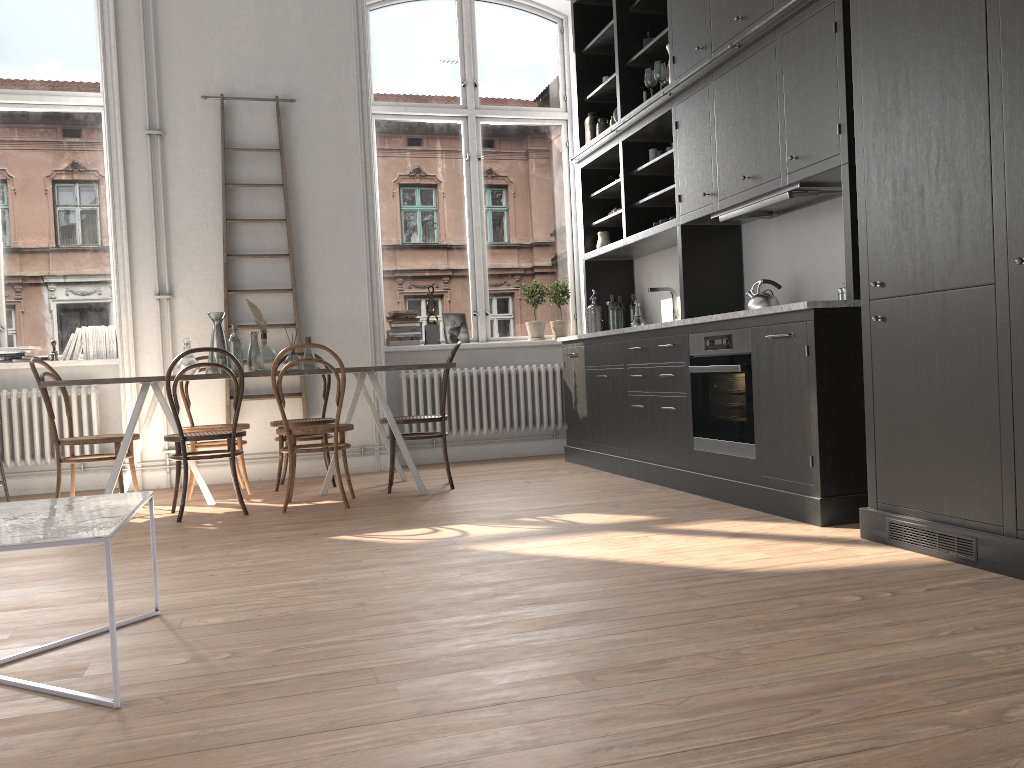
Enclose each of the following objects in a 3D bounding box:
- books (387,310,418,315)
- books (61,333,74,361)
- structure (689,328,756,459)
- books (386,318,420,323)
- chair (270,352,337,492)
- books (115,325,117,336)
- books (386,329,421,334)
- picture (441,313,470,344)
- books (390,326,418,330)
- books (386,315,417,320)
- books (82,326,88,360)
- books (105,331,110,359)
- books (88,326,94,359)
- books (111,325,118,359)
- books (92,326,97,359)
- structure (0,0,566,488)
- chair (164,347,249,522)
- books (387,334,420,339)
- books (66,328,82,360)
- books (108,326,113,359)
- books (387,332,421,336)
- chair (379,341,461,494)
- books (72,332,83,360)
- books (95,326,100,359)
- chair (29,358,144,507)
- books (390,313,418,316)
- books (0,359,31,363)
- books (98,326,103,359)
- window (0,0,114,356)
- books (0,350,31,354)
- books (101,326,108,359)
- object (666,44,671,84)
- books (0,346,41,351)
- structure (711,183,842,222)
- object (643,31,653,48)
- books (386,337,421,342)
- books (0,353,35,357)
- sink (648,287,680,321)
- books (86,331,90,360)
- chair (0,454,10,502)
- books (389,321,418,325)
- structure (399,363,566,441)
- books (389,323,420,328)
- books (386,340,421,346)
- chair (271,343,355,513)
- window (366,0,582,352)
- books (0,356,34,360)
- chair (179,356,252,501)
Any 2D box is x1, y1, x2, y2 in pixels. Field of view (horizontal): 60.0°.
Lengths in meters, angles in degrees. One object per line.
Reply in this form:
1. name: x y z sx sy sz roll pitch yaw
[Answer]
1. books: -0.882 -0.576 7.138 0.201 0.024 0.159 -3 1 -26
2. books: -3.230 -0.268 6.474 0.105 0.194 0.155 -3 1 -17
3. structure: 1.320 0.029 4.578 0.618 0.623 0.622 -3 1 -16
4. books: -0.876 -0.512 7.130 0.243 0.019 0.174 -3 1 -16
5. chair: -1.424 0.235 6.060 0.438 0.921 0.549 -3 1 -9
6. books: -2.898 -0.309 6.565 0.040 0.244 0.174 -3 1 -16
7. books: -0.873 -0.421 7.137 0.245 0.028 0.193 -3 1 -21
8. picture: -0.480 -0.450 7.293 0.221 0.264 0.149 -4 2 -32
9. books: -0.868 -0.446 7.133 0.205 0.022 0.155 -3 1 -2
10. books: -0.885 -0.533 7.128 0.231 0.023 0.162 -3 1 0
11. books: -3.129 -0.297 6.522 0.024 0.243 0.175 -3 1 -16
12. books: -2.973 -0.286 6.545 0.020 0.205 0.155 -3 1 -16
13. books: -3.074 -0.299 6.505 0.024 0.243 0.175 -3 1 -16
14. books: -2.928 -0.307 6.558 0.024 0.243 0.175 -3 1 -16
15. books: -3.056 -0.300 6.520 0.019 0.244 0.174 -3 1 -16
16. structure: -2.001 -1.524 6.556 5.181 4.475 0.340 -3 1 -16
17. chair: -1.700 0.267 4.921 0.438 0.921 0.549 -3 1 -20
18. books: -0.875 -0.381 7.119 0.249 0.023 0.175 -3 1 -15
19. books: -3.193 -0.290 6.481 0.100 0.235 0.174 -3 1 -16
20. books: -2.958 -0.306 6.570 0.024 0.243 0.175 -3 1 -16
21. books: -0.870 -0.400 7.136 0.255 0.014 0.192 -3 1 -13
22. chair: -0.574 0.201 5.646 0.549 0.921 0.438 -3 1 -3
23. books: -3.168 -0.275 6.489 0.072 0.203 0.155 -3 1 -16
24. books: -3.041 -0.301 6.542 0.019 0.244 0.174 -3 1 -16
25. chair: -2.450 0.300 5.132 0.549 0.921 0.438 -3 1 -8
26. books: -0.873 -0.555 7.131 0.205 0.020 0.155 -3 1 -16
27. books: -3.572 -0.162 6.363 0.221 0.023 0.147 -2 1 33
28. books: -3.022 -0.302 6.552 0.024 0.243 0.175 -3 1 -16
29. window: -3.837 -1.610 6.453 1.622 2.843 0.013 -3 1 -16
30. books: -3.560 -0.228 6.348 0.205 0.020 0.155 -3 1 -26
31. books: -2.996 -0.303 6.537 0.019 0.244 0.174 -3 1 -16
32. object: 0.986 -1.927 5.385 0.094 0.267 0.116 -2 1 26
33. books: -3.548 -0.254 6.372 0.243 0.019 0.174 -3 1 -6
34. structure: 1.402 -0.955 4.598 0.379 0.123 0.843 -3 1 -16
35. object: 0.925 -2.276 5.969 0.084 0.199 0.065 -3 1 6
36. books: -0.874 -0.358 7.120 0.249 0.023 0.175 -3 1 -20
37. books: -3.564 -0.207 6.359 0.221 0.023 0.147 -3 1 0
38. sink: 0.908 -0.404 6.070 0.514 0.505 0.526 -3 1 -16
39. books: -3.097 -0.279 6.509 0.020 0.205 0.155 -3 1 -16
40. chair: -3.518 0.538 5.775 0.364 0.523 0.360 -4 2 -42
41. books: -0.870 -0.492 7.132 0.205 0.022 0.155 -3 1 -21
42. structure: -0.166 0.134 7.177 1.577 0.552 0.194 -3 1 -16
43. books: -0.867 -0.470 7.139 0.222 0.024 0.158 -3 1 -16
44. books: -0.874 -0.325 7.121 0.248 0.043 0.192 -3 1 -16
45. chair: -1.128 0.237 5.047 0.438 0.921 0.549 -3 1 -5
46. window: 4.681 -6.466 11.956 14.383 15.938 26.396 -3 1 -16
47. books: -3.566 -0.185 6.361 0.205 0.022 0.155 -3 1 4
48. chair: -1.953 0.265 5.826 0.438 0.921 0.549 -3 1 -18
